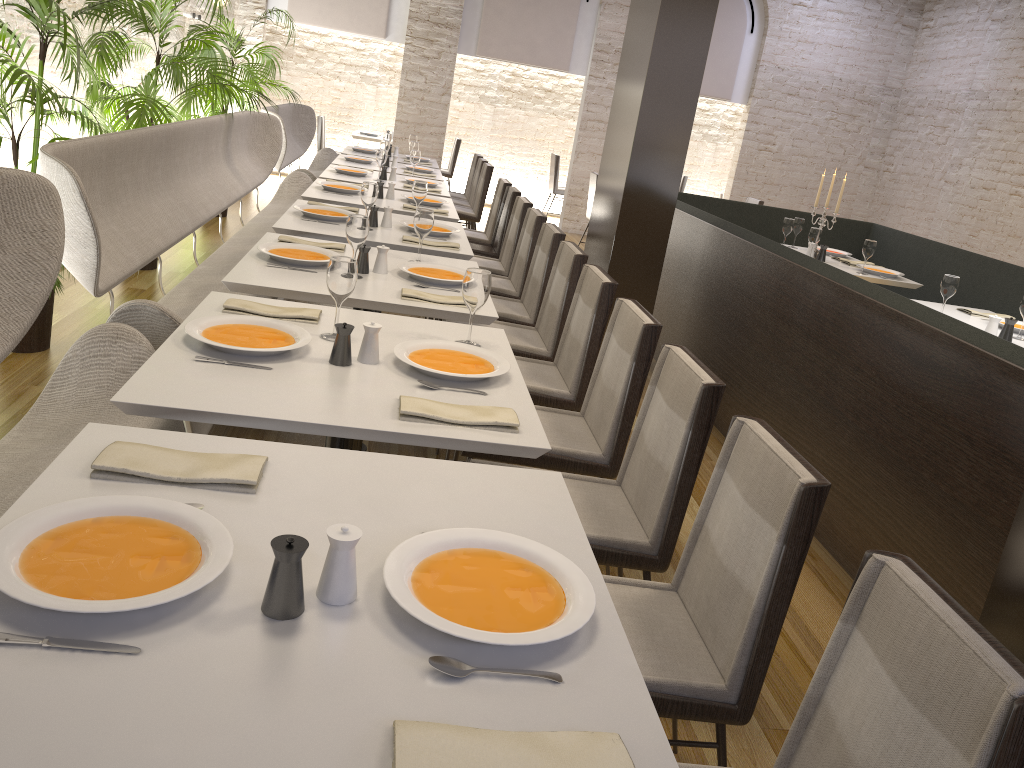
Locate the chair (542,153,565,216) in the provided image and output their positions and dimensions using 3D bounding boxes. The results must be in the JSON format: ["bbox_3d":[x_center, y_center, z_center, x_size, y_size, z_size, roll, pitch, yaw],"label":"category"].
[{"bbox_3d":[0.751,-2.641,12.088,0.565,0.896,0.416,7,16,-9],"label":"chair"}]

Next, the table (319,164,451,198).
[{"bbox_3d":[-1.018,-1.206,6.871,0.935,0.752,1.022,7,17,-9],"label":"table"}]

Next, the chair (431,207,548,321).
[{"bbox_3d":[-0.163,-0.588,5.150,0.565,0.896,0.416,7,16,-9],"label":"chair"}]

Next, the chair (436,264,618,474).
[{"bbox_3d":[0.034,-0.034,3.516,0.565,0.896,0.416,7,16,-9],"label":"chair"}]

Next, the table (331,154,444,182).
[{"bbox_3d":[-1.144,-1.562,7.922,0.935,0.752,1.022,7,17,-9],"label":"table"}]

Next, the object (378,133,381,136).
[{"bbox_3d":[-1.894,-3.370,11.915,0.272,0.032,0.144,7,18,-9],"label":"object"}]

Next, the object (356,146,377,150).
[{"bbox_3d":[-1.499,-2.436,9.191,0.272,0.032,0.144,7,18,-9],"label":"object"}]

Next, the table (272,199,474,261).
[{"bbox_3d":[-0.756,-0.467,4.691,0.935,0.752,1.022,7,17,-9],"label":"table"}]

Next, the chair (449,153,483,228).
[{"bbox_3d":[-0.651,-1.964,9.211,0.565,0.896,0.416,7,16,-9],"label":"chair"}]

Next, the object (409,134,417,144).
[{"bbox_3d":[-1.031,-2.455,9.153,0.087,0.228,0.086,16,17,20],"label":"object"}]

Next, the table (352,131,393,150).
[{"bbox_3d":[-1.669,-2.865,11.731,0.935,0.752,1.022,7,17,-9],"label":"table"}]

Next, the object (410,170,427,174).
[{"bbox_3d":[-0.804,-1.836,7.683,0.181,0.015,0.039,7,17,-8],"label":"object"}]

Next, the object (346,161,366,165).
[{"bbox_3d":[-1.331,-1.898,7.602,0.185,0.010,0.017,7,17,-9],"label":"object"}]

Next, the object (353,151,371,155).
[{"bbox_3d":[-1.462,-2.266,8.688,0.185,0.010,0.017,7,17,-9],"label":"object"}]

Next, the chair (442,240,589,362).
[{"bbox_3d":[-0.030,-0.215,4.050,0.565,0.896,0.416,7,16,-9],"label":"chair"}]

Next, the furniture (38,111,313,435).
[{"bbox_3d":[-1.516,-0.850,4.928,0.708,1.085,4.528,7,17,-9],"label":"furniture"}]

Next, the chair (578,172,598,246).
[{"bbox_3d":[1.059,-1.772,9.525,0.565,0.896,0.416,7,16,-9],"label":"chair"}]

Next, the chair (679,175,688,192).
[{"bbox_3d":[2.037,-2.485,12.291,0.565,0.896,0.416,7,16,-9],"label":"chair"}]

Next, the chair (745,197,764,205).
[{"bbox_3d":[2.345,-1.617,9.728,0.565,0.896,0.416,7,16,-9],"label":"chair"}]

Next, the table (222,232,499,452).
[{"bbox_3d":[-0.623,-0.092,3.584,0.935,0.752,1.022,7,17,-9],"label":"table"}]

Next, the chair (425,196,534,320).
[{"bbox_3d":[-0.228,-0.772,5.692,0.565,0.896,0.416,7,16,-9],"label":"chair"}]

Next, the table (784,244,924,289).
[{"bbox_3d":[2.091,-0.562,6.517,1.099,0.752,1.202,7,17,-9],"label":"table"}]

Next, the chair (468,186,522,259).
[{"bbox_3d":[-0.295,-0.962,6.254,0.565,0.896,0.416,7,16,-9],"label":"chair"}]

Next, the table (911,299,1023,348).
[{"bbox_3d":[2.384,0.264,4.083,1.099,0.752,2.568,7,17,-9],"label":"table"}]

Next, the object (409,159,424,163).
[{"bbox_3d":[-0.935,-2.204,8.769,0.181,0.015,0.039,7,17,-8],"label":"object"}]

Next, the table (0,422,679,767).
[{"bbox_3d":[-0.360,0.649,1.397,0.935,0.752,1.022,7,17,-9],"label":"table"}]

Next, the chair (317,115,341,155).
[{"bbox_3d":[-2.302,-3.010,11.605,0.565,0.896,0.416,7,16,-9],"label":"chair"}]

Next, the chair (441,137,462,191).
[{"bbox_3d":[-1.017,-2.854,11.808,0.565,0.896,0.416,7,16,-9],"label":"chair"}]

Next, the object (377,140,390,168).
[{"bbox_3d":[-1.100,-1.975,7.608,0.087,0.228,0.086,16,17,20],"label":"object"}]

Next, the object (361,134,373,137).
[{"bbox_3d":[-1.856,-3.200,11.412,0.185,0.010,0.017,7,17,-9],"label":"object"}]

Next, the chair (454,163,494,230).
[{"bbox_3d":[-0.520,-1.597,8.127,0.565,0.896,0.416,7,16,-9],"label":"chair"}]

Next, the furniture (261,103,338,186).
[{"bbox_3d":[-1.937,-2.037,8.430,0.706,1.086,2.615,7,17,-9],"label":"furniture"}]

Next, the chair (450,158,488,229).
[{"bbox_3d":[-0.584,-1.778,8.661,0.565,0.896,0.416,7,16,-9],"label":"chair"}]

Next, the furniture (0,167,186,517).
[{"bbox_3d":[-0.985,0.648,0.510,0.708,1.085,4.528,7,17,-9],"label":"furniture"}]

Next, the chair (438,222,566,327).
[{"bbox_3d":[-0.095,-0.397,4.587,0.565,0.896,0.416,7,16,-9],"label":"chair"}]

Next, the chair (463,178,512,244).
[{"bbox_3d":[-0.359,-1.142,6.784,0.565,0.896,0.416,7,16,-9],"label":"chair"}]

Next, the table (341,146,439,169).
[{"bbox_3d":[-1.274,-1.931,9.008,0.935,0.752,1.022,7,17,-9],"label":"table"}]

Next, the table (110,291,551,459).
[{"bbox_3d":[-0.490,0.283,2.476,0.935,0.752,1.022,7,17,-9],"label":"table"}]

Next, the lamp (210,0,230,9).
[{"bbox_3d":[-2.296,-4.103,7.167,0.177,2.019,0.179,1,18,-29],"label":"lamp"}]

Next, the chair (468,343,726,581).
[{"bbox_3d":[0.167,0.340,2.411,0.565,0.896,0.416,7,16,-9],"label":"chair"}]

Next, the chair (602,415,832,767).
[{"bbox_3d":[0.231,0.523,1.872,0.565,0.896,0.416,7,16,-9],"label":"chair"}]

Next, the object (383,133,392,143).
[{"bbox_3d":[-1.229,-2.339,8.681,0.087,0.228,0.086,16,17,20],"label":"object"}]

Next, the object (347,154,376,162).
[{"bbox_3d":[-1.369,-2.068,8.105,0.272,0.032,0.144,7,18,-9],"label":"object"}]

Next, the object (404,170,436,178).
[{"bbox_3d":[-0.781,-1.779,7.515,0.272,0.032,0.144,7,18,-9],"label":"object"}]

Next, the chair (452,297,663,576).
[{"bbox_3d":[0.102,0.158,2.950,0.565,0.896,0.416,7,16,-9],"label":"chair"}]

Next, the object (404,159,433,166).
[{"bbox_3d":[-0.911,-2.147,8.601,0.272,0.032,0.144,7,18,-9],"label":"object"}]

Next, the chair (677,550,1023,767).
[{"bbox_3d":[0.299,0.715,1.306,0.565,0.896,0.416,7,16,-9],"label":"chair"}]

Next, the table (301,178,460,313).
[{"bbox_3d":[-0.890,-0.845,5.806,0.935,0.752,1.022,7,17,-9],"label":"table"}]
